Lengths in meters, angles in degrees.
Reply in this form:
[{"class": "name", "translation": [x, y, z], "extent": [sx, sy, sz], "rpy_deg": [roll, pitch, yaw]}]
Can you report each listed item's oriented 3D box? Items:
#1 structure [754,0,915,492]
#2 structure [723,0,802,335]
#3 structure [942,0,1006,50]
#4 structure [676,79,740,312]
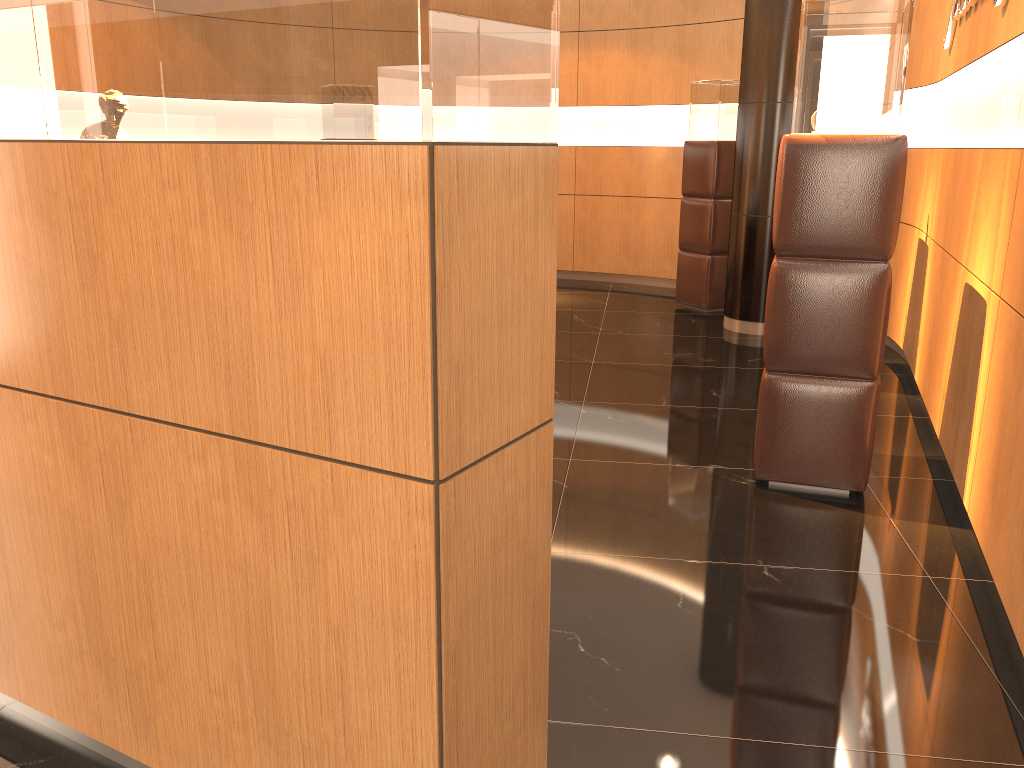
[{"class": "structure", "translation": [1.361, -0.561, 3.778], "extent": [0.498, 1.968, 0.484], "rpy_deg": [5, 16, 18]}, {"class": "structure", "translation": [2.073, -2.120, 6.906], "extent": [0.613, 3.430, 0.613], "rpy_deg": [7, 16, 22]}, {"class": "structure", "translation": [2.216, -1.924, 4.224], "extent": [0.034, 0.442, 2.050], "rpy_deg": [5, 16, 18]}, {"class": "structure", "translation": [1.841, -1.674, 7.992], "extent": [0.484, 2.000, 0.498], "rpy_deg": [-7, 17, -26]}]
